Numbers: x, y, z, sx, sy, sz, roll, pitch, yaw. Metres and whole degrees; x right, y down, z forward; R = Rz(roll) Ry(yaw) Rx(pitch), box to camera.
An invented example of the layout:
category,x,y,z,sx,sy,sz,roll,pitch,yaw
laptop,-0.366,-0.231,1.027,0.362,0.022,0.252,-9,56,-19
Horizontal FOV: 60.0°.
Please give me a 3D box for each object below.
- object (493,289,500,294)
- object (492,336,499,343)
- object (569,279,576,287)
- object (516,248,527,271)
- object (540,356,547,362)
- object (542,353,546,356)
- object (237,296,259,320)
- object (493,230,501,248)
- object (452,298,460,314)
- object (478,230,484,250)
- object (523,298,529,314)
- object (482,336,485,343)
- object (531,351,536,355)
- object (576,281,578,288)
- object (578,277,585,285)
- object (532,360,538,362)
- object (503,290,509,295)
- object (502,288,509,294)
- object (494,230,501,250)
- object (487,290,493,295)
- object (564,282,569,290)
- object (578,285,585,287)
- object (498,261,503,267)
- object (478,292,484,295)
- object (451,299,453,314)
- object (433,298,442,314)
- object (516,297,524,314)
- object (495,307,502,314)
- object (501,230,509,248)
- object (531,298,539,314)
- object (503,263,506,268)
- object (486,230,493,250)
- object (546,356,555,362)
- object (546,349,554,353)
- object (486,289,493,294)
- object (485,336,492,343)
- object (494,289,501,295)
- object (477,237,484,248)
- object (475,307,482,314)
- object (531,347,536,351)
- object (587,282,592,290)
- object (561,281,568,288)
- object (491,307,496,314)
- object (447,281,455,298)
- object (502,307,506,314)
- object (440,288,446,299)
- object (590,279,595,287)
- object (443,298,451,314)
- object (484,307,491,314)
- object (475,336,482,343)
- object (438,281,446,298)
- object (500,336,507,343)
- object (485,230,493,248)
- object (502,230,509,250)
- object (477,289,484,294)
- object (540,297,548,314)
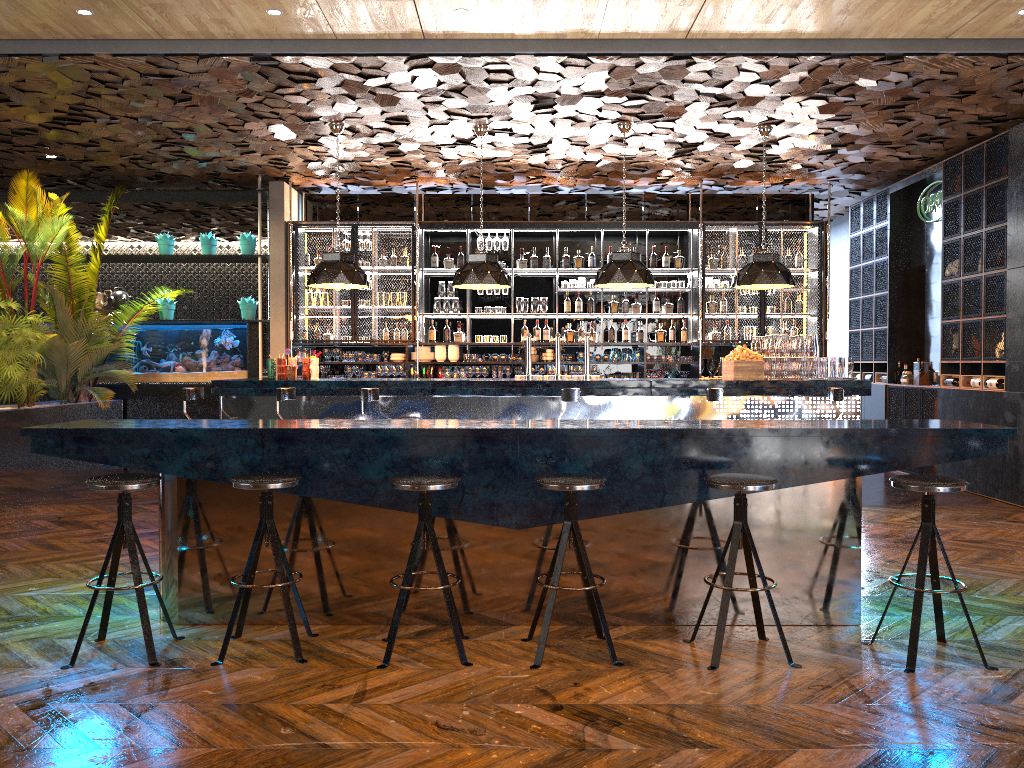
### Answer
category,x,y,z,sx,sy,sz,roll,pitch,yaw
object,-0.191,-1.266,11.205,0.092,0.244,0.092,-1,2,-39
object,-0.214,-0.567,11.336,0.089,0.092,0.089,0,1,11
object,0.768,-1.275,11.224,0.089,0.092,0.089,1,2,42
object,0.125,-1.587,11.289,0.123,0.279,0.123,0,1,-11
object,0.424,-0.316,11.269,0.106,0.067,0.094,-1,2,-38
object,0.431,-0.361,11.265,0.094,0.069,0.105,-1,1,-23
object,-3.342,-0.959,11.229,0.265,0.325,0.245,0,1,-6
object,-0.191,-1.838,11.191,0.092,0.244,0.092,-1,2,-39
object,-0.716,-0.990,11.283,0.105,0.209,0.105,-1,2,-45
object,-0.399,-1.842,11.357,0.092,0.244,0.092,-1,2,-39
object,0.166,-0.992,11.355,0.105,0.209,0.105,-1,2,-45
object,-0.344,-0.569,11.421,0.089,0.092,0.089,-1,2,-28
object,0.266,-0.387,11.188,0.107,0.070,0.094,1,2,31
object,0.800,-1.279,11.382,0.089,0.092,0.089,1,2,26
object,0.883,-1.304,11.262,0.089,0.092,0.089,0,1,-4
object,0.264,-0.290,11.193,0.149,0.022,0.149,-1,2,-31
object,-0.087,-1.269,11.370,0.092,0.244,0.092,-1,2,-39
object,-0.087,-1.266,11.205,0.092,0.244,0.092,-1,2,-39
object,-0.190,-1.842,11.356,0.092,0.244,0.092,-1,2,-39
object,-0.289,-1.269,11.370,0.092,0.244,0.092,-1,2,-39
object,0.690,-1.259,11.395,0.089,0.092,0.089,-1,2,-28
object,0.883,-1.278,11.262,0.089,0.092,0.089,0,1,-11
object,-0.155,-1.499,11.217,0.089,0.092,0.089,-1,2,-32
object,-0.399,-1.269,11.370,0.092,0.244,0.092,-1,2,-39
object,-0.729,-0.993,11.394,0.105,0.209,0.105,-1,2,-45
object,-0.950,-0.990,11.295,0.105,0.209,0.105,-1,2,-45
object,0.102,-0.989,11.240,0.105,0.209,0.105,-1,2,-45
object,-0.166,-0.930,11.203,0.089,0.092,0.089,0,1,-16
object,-0.087,-1.838,11.191,0.092,0.244,0.092,-1,2,-39
object,0.293,-0.990,11.267,0.105,0.209,0.105,-1,2,-45
object,-0.124,-1.503,11.401,0.089,0.092,0.089,-1,2,-32
object,-0.289,-1.842,11.357,0.092,0.244,0.092,-1,2,-39
object,0.480,-0.314,11.176,0.106,0.067,0.094,0,1,-12
object,0.475,-0.403,11.167,0.094,0.068,0.106,0,1,0
object,-0.290,-1.266,11.205,0.092,0.244,0.092,-1,2,-39
object,-0.303,-0.564,11.238,0.089,0.092,0.089,-1,2,-37
object,-0.190,-1.269,11.370,0.092,0.244,0.092,-1,2,-39
object,-0.400,-1.838,11.192,0.092,0.244,0.092,-1,2,-39
object,-0.424,-0.932,11.309,0.089,0.092,0.089,-1,1,-22
object,0.256,-0.431,11.187,0.094,0.069,0.106,0,1,6
object,1.004,-1.259,11.372,0.089,0.092,0.089,0,1,-11
object,0.667,-1.255,11.231,0.089,0.092,0.089,1,2,26
object,-0.239,-0.934,11.377,0.089,0.092,0.089,1,2,32
object,-0.776,-1.199,11.298,0.105,0.209,0.105,-1,2,-45
object,-0.119,-0.934,11.384,0.089,0.092,0.089,0,1,-16
object,-0.898,-1.202,11.401,0.105,0.209,0.105,-1,2,-45
object,1.028,-1.276,11.233,0.089,0.092,0.089,0,1,-9
object,-0.831,-0.990,11.296,0.105,0.209,0.105,-1,2,-45
object,-0.309,-0.931,11.265,0.089,0.092,0.089,-1,1,-22
object,-0.422,-0.565,11.252,0.089,0.092,0.089,-1,2,-28
object,-0.893,-1.199,11.289,0.105,0.209,0.105,-1,2,-45
object,-0.108,-0.565,11.273,0.089,0.092,0.089,0,1,11
object,-0.290,-1.838,11.192,0.092,0.244,0.092,-1,2,-39
object,-0.087,-1.842,11.356,0.092,0.244,0.092,-1,2,-39
object,-0.400,-1.266,11.206,0.092,0.244,0.092,-1,2,-39
object,0.401,-0.989,11.243,0.105,0.209,0.105,-1,2,-45
